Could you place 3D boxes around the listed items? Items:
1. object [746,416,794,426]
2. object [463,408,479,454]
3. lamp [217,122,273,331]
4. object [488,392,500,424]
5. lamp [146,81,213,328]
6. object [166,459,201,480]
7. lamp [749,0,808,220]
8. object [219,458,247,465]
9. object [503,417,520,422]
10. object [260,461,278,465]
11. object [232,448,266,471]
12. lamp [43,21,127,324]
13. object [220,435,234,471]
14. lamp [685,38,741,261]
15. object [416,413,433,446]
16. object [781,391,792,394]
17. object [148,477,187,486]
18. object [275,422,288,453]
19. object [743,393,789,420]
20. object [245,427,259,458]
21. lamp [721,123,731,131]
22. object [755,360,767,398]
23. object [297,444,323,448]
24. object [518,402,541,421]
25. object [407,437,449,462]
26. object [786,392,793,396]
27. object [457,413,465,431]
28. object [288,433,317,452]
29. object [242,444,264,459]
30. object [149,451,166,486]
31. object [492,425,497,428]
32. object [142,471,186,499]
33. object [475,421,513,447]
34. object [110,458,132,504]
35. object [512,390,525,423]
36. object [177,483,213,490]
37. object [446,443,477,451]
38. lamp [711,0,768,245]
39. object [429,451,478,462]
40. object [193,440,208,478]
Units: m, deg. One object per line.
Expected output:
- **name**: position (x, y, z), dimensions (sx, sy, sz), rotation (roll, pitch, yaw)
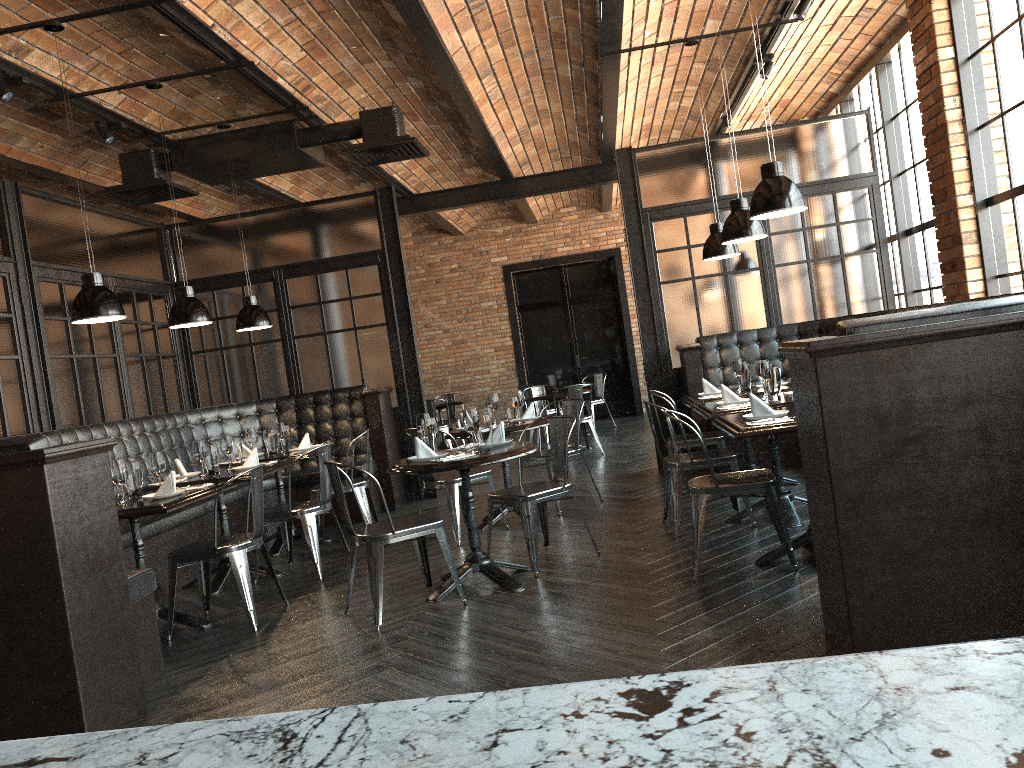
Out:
- **object**: position (1.272, 0.175, 4.317), dimensions (0.255, 0.019, 0.157), rotation (-8, 1, 7)
- **object**: position (-0.219, 0.259, 4.899), dimensions (0.092, 0.244, 0.092), rotation (-8, 1, 5)
- **lamp**: position (-2.188, -1.261, 7.105), dimensions (0.291, 1.653, 0.291), rotation (-9, 2, -39)
- **object**: position (-0.139, 0.193, 6.996), dimensions (0.092, 0.244, 0.092), rotation (-8, 1, 3)
- **lamp**: position (-2.301, -1.216, 6.009), dimensions (0.291, 1.653, 0.291), rotation (-9, 2, -39)
- **object**: position (-2.261, 0.580, 6.088), dimensions (0.232, 0.139, 0.232), rotation (-9, 2, -23)
- **lamp**: position (1.244, -1.685, 4.516), dimensions (0.291, 1.653, 0.291), rotation (-9, 2, -39)
- **object**: position (-2.161, 0.599, 6.924), dimensions (0.255, 0.019, 0.157), rotation (-8, 1, 7)
- **object**: position (0.014, 0.283, 7.082), dimensions (0.255, 0.019, 0.157), rotation (-9, 2, -13)
- **object**: position (-1.796, 0.564, 6.247), dimensions (0.255, 0.019, 0.157), rotation (-8, 2, 12)
- **object**: position (-1.800, 0.515, 6.049), dimensions (0.232, 0.139, 0.232), rotation (-8, 2, -9)
- **lamp**: position (-2.414, -1.171, 4.914), dimensions (0.291, 1.653, 0.291), rotation (-9, 2, -39)
- **object**: position (-1.967, 0.477, 6.140), dimensions (0.092, 0.244, 0.092), rotation (-9, 2, -33)
- **lamp**: position (1.470, -1.774, 6.707), dimensions (0.291, 1.653, 0.291), rotation (-9, 2, -19)
- **object**: position (-0.499, 0.293, 5.115), dimensions (0.092, 0.244, 0.092), rotation (-8, 1, 5)
- **object**: position (1.882, 0.048, 5.846), dimensions (0.255, 0.019, 0.157), rotation (-8, 1, 7)
- **object**: position (-2.256, 0.640, 5.864), dimensions (0.255, 0.019, 0.157), rotation (-8, 1, 7)
- **object**: position (-1.882, 0.436, 7.239), dimensions (0.092, 0.244, 0.092), rotation (-9, 2, -22)
- **object**: position (1.302, 0.109, 4.570), dimensions (0.232, 0.139, 0.232), rotation (-8, 1, 3)
- **object**: position (-2.036, 0.465, 6.957), dimensions (0.092, 0.244, 0.092), rotation (-9, 2, -22)
- **lamp**: position (2.439, -2.010, 9.654), dimensions (0.291, 1.653, 0.291), rotation (-9, 2, -19)
- **object**: position (1.649, -0.032, 5.809), dimensions (0.092, 0.244, 0.092), rotation (-10, 2, -45)
- **object**: position (-1.665, 0.516, 7.347), dimensions (0.255, 0.019, 0.157), rotation (-8, 1, 7)
- **object**: position (0.109, 0.219, 6.886), dimensions (0.232, 0.139, 0.232), rotation (-8, 1, 2)
- **object**: position (-0.474, 0.354, 4.923), dimensions (0.232, 0.139, 0.232), rotation (-9, 2, -24)
- **object**: position (1.853, 0.003, 5.623), dimensions (0.232, 0.139, 0.232), rotation (-8, 1, 0)
- **object**: position (-0.317, 0.283, 6.767), dimensions (0.232, 0.139, 0.232), rotation (-9, 2, -39)
- **object**: position (-1.682, 0.470, 7.113), dimensions (0.232, 0.139, 0.232), rotation (-7, 2, 39)
- **object**: position (-2.131, 0.532, 7.177), dimensions (0.232, 0.139, 0.232), rotation (-9, 2, -35)
- **object**: position (-2.058, 0.516, 5.165), dimensions (0.092, 0.244, 0.092), rotation (-8, 2, -11)
- **object**: position (-0.171, 0.322, 6.613), dimensions (0.255, 0.019, 0.157), rotation (-9, 2, -33)
- **object**: position (-1.947, 0.564, 4.948), dimensions (0.232, 0.139, 0.232), rotation (-9, 2, -35)
- **object**: position (-0.114, 0.296, 5.182), dimensions (0.232, 0.139, 0.232), rotation (-9, 2, -40)
- **object**: position (-2.165, 0.538, 4.906), dimensions (0.092, 0.244, 0.092), rotation (-8, 2, 23)
- **object**: position (0.051, 0.173, 6.697), dimensions (0.092, 0.244, 0.092), rotation (-9, 2, -31)
- **object**: position (-1.902, 0.607, 5.204), dimensions (0.255, 0.019, 0.157), rotation (-8, 1, 7)
- **object**: position (-0.289, 0.373, 5.282), dimensions (0.157, 0.019, 0.255), rotation (-7, 2, 37)
- **lamp**: position (1.357, -1.730, 5.611), dimensions (0.291, 1.653, 0.291), rotation (-7, 2, 31)
- **object**: position (-0.303, 0.389, 4.776), dimensions (0.255, 0.019, 0.157), rotation (-9, 2, -33)
- **object**: position (-2.082, 0.499, 5.939), dimensions (0.092, 0.244, 0.092), rotation (-8, 2, 23)
